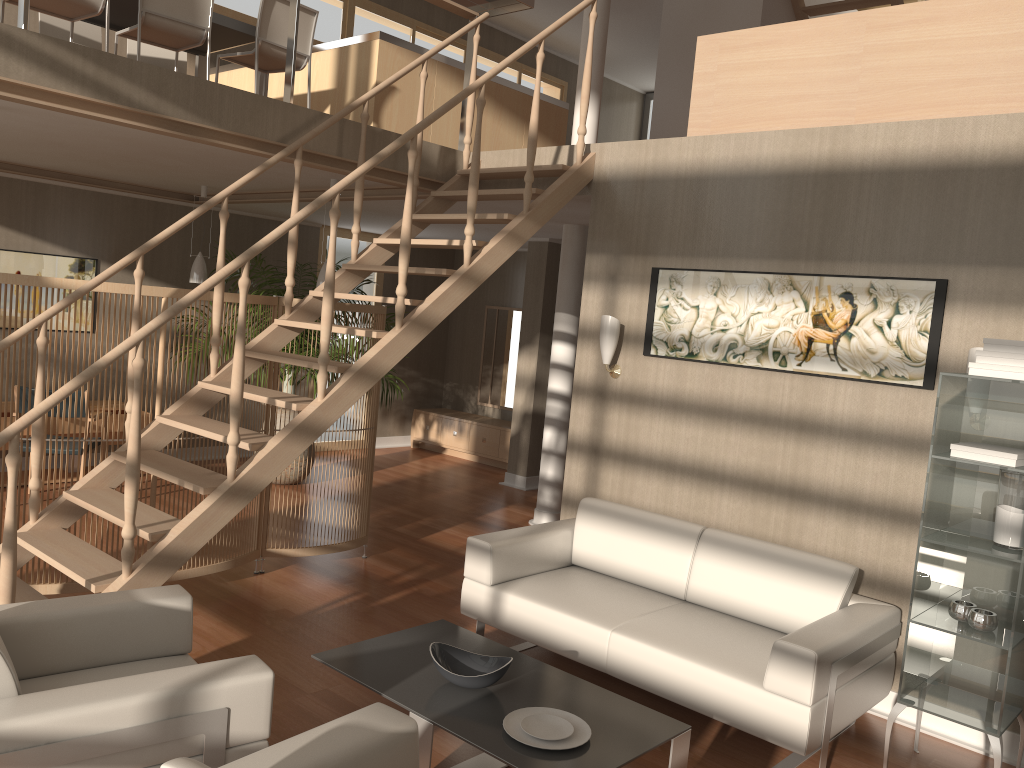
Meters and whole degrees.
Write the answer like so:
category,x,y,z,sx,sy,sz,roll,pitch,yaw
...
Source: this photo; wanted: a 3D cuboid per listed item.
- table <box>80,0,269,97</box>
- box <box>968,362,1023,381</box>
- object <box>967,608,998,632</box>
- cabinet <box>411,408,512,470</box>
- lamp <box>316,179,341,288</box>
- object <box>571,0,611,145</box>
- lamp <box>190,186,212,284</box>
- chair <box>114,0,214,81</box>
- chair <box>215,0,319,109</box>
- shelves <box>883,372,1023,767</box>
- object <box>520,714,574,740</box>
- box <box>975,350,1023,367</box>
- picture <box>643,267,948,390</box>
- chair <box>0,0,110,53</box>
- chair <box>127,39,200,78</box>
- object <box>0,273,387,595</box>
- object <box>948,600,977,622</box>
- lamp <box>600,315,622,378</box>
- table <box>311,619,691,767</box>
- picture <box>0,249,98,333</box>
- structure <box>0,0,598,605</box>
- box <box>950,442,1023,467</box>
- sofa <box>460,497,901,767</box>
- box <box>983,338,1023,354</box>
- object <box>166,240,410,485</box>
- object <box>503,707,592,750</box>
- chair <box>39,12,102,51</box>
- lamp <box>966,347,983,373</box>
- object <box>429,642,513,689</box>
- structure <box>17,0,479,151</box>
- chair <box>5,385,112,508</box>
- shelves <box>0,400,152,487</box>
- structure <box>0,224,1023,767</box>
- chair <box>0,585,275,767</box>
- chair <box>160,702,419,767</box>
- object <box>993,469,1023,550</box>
category,x,y,z,sx,sy,sz,roll,pitch,yaw
table,-2.616,-2.110,5.753,0.900,0.740,1.800,9,6,41
box,1.866,-0.044,3.321,0.232,0.047,0.232,9,6,41
object,1.785,0.897,3.364,0.103,0.066,0.103,3,5,-29
cabinet,-0.307,0.632,9.920,1.911,0.458,0.500,9,6,41
lamp,-1.266,-1.020,6.167,0.139,0.800,0.139,4,5,-13
object,0.643,-2.734,6.866,0.200,2.400,0.200,9,6,41
lamp,-2.566,-1.233,7.329,0.139,0.800,0.139,7,5,16
chair,-2.129,-2.066,5.385,0.430,0.796,0.496,1,6,-43
chair,-1.608,-2.046,5.743,0.496,0.796,0.430,9,6,36
shelves,1.786,0.772,3.408,0.400,1.600,0.403,9,6,41
object,0.116,1.146,2.944,0.178,0.020,0.178,5,5,-9
box,1.870,-0.091,3.320,0.200,0.047,0.200,9,6,41
picture,1.321,-0.309,4.409,1.531,0.487,0.018,9,6,41
chair,-2.545,-2.067,4.928,0.496,0.796,0.430,9,6,41
chair,-2.536,-2.190,6.465,0.430,0.796,0.496,2,6,-38
object,-1.615,0.268,4.886,2.229,1.542,0.233,1,6,-43
object,1.760,0.887,3.459,0.103,0.066,0.103,3,5,-29
lamp,0.556,-0.208,5.007,0.112,0.353,0.153,9,6,41
table,-0.086,1.262,3.261,1.260,0.293,0.700,9,6,41
picture,-4.007,-0.754,7.110,0.010,0.633,1.317,9,6,41
structure,-1.008,-0.562,4.394,1.000,3.578,3.150,9,6,41
box,1.821,0.265,3.353,0.232,0.047,0.232,1,6,-43
sofa,0.709,1.052,4.080,1.781,0.740,0.905,9,6,41
box,1.873,-0.138,3.315,0.168,0.047,0.168,9,6,41
object,-1.981,-0.064,7.832,2.109,2.304,2.157,8,5,30
object,0.116,1.148,2.944,0.294,0.020,0.294,6,5,13
chair,-2.910,-2.190,6.036,0.496,0.796,0.430,9,6,36
lamp,1.974,0.024,3.740,0.112,0.353,0.153,9,6,41
object,-0.156,1.045,3.262,0.317,0.125,0.223,6,5,13
structure,-2.642,-2.193,5.755,3.475,0.900,3.300,9,6,41
chair,-3.292,0.435,6.439,0.582,0.856,0.509,5,5,-8
shelves,-3.765,0.473,6.952,0.658,0.590,1.600,9,6,41
structure,0.519,-0.024,6.015,8.342,2.533,10.775,9,6,41
chair,-1.324,0.978,2.657,0.905,0.740,0.900,2,6,-38
chair,-0.312,1.136,1.855,0.900,0.740,0.905,9,6,36
object,1.894,0.472,3.345,0.129,0.291,0.129,6,5,14
